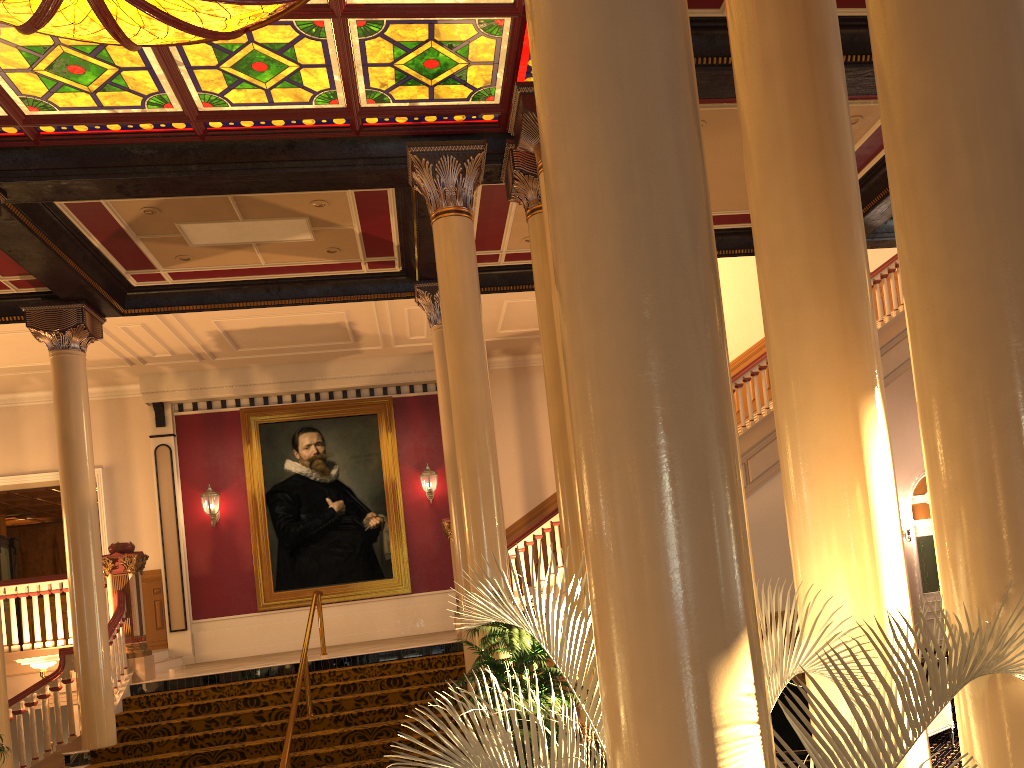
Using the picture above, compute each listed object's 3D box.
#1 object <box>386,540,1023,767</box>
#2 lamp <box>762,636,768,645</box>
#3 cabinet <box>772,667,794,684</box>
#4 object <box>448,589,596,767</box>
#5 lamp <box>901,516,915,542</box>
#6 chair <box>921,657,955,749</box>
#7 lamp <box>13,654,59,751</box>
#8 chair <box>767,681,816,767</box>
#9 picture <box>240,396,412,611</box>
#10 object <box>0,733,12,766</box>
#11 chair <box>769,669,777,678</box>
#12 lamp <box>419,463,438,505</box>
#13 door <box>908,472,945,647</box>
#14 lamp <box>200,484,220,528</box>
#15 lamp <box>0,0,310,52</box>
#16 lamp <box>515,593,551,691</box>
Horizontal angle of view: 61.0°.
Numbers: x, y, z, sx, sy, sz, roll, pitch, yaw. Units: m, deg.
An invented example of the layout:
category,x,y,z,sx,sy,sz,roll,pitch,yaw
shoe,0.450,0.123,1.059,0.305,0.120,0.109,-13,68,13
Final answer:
category,x,y,z,sx,sy,sz,roll,pitch,yaw
object,0.280,1.531,2.299,1.847,2.236,2.047,-4,-8,-20
lamp,2.812,3.076,10.003,0.322,0.416,0.320,-5,-7,-12
cabinet,2.549,3.728,9.876,1.264,0.860,0.553,-5,-6,-9
object,0.114,2.606,6.588,1.053,2.132,1.072,-11,-6,40
lamp,7.596,2.800,16.737,0.270,0.493,0.372,-6,-7,-8
chair,3.985,3.270,8.782,0.665,0.911,0.671,-2,-8,-38
lamp,-5.361,4.166,10.082,0.594,1.995,0.572,-5,-4,-26
chair,2.423,3.140,7.795,0.733,1.089,0.760,-7,-6,6
picture,-3.175,2.009,14.859,2.567,3.423,0.055,-6,-3,-10
object,-3.982,2.935,5.836,1.099,2.132,1.028,-5,-5,-20
chair,2.925,3.461,9.044,0.706,0.912,0.632,-2,-8,-38
lamp,-1.428,1.732,15.024,0.320,0.723,0.396,-6,-5,-8
door,8.570,3.376,17.138,1.486,3.448,0.201,-6,-3,-10
lamp,-4.972,2.018,14.399,0.320,0.723,0.396,-6,-5,-8
lamp,-2.259,-2.433,4.425,3.024,0.595,3.029,-5,-13,-10
lamp,0.373,3.704,11.101,0.574,1.995,0.591,-7,-4,10
